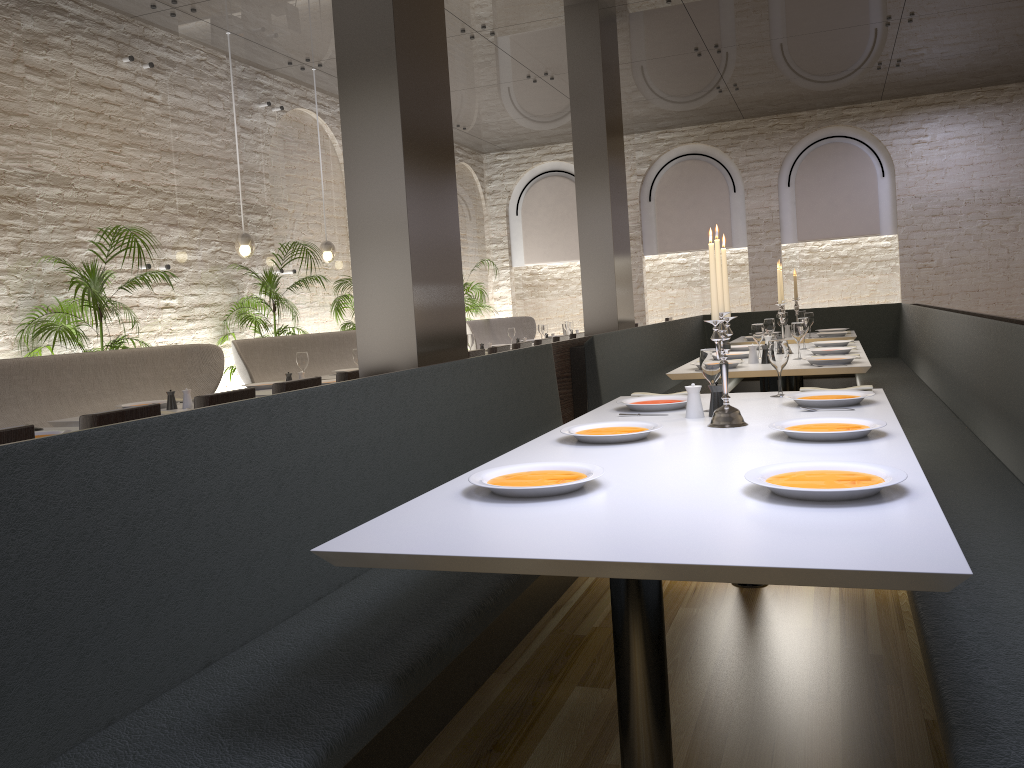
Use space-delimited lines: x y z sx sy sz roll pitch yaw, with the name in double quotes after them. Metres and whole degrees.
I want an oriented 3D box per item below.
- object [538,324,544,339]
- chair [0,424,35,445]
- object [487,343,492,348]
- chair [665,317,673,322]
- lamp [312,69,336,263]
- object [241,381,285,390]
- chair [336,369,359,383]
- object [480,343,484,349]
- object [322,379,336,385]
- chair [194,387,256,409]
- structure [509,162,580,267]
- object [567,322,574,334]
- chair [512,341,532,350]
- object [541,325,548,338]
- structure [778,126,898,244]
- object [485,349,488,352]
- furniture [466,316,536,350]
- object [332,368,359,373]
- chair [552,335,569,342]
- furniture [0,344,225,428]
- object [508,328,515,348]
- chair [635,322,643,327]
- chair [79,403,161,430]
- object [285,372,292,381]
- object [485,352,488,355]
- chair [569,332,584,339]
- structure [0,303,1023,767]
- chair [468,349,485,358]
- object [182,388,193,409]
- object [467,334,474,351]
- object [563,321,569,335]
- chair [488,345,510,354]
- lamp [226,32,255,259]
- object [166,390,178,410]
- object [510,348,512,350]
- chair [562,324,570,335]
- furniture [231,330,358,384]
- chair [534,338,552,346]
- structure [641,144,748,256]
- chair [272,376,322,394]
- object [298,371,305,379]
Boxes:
0.374 -0.641 11.248 0.086 0.230 0.086 -6 3 -40 "object"
-1.887 0.611 2.934 0.565 0.904 0.413 -3 3 20 "chair"
-0.231 -0.380 9.282 0.059 0.109 0.059 -3 3 12 "object"
2.436 -0.659 14.973 0.565 0.904 0.413 -3 3 20 "chair"
-2.017 -2.297 9.363 0.177 2.037 0.178 -4 2 5 "lamp"
-1.709 0.014 6.133 0.322 0.036 0.322 -7 6 -35 "object"
-1.078 0.376 5.158 0.565 0.904 0.413 -3 3 20 "chair"
-0.312 -0.373 9.264 0.059 0.109 0.059 -3 3 12 "object"
-1.205 -0.004 5.946 0.322 0.036 0.322 -7 6 -35 "object"
-1.473 0.491 4.071 0.565 0.904 0.413 -3 3 20 "chair"
0.711 -2.844 14.712 1.632 1.672 0.098 -3 3 20 "structure"
0.767 -0.695 11.586 0.086 0.230 0.086 -6 3 -40 "object"
-0.105 0.093 7.833 0.565 0.904 0.413 -3 3 20 "chair"
0.393 -0.586 10.556 0.086 0.230 0.086 -6 3 -40 "object"
4.818 -2.993 13.204 1.632 1.672 0.098 -3 3 20 "structure"
-0.381 -0.360 9.728 0.272 0.033 0.143 -2 5 20 "object"
0.046 -0.381 12.332 0.707 1.095 2.592 -3 4 20 "furniture"
-1.312 -0.101 7.225 0.321 0.036 0.322 -4 5 3 "object"
0.292 -0.022 8.921 0.565 0.904 0.413 -3 3 20 "chair"
-2.794 0.445 4.531 0.708 1.095 4.488 -3 5 20 "furniture"
-0.001 -0.532 10.219 0.086 0.230 0.086 -6 3 -40 "object"
1.553 -0.389 12.387 0.565 0.904 0.413 -3 3 20 "chair"
-1.684 0.552 3.492 0.565 0.904 0.413 -3 3 20 "chair"
-1.506 -0.027 5.984 0.059 0.109 0.059 -2 3 29 "object"
-0.136 -0.308 8.889 0.272 0.033 0.143 -2 5 20 "object"
0.493 -0.081 9.474 0.565 0.904 0.413 -3 3 20 "chair"
1.330 0.211 4.624 2.370 0.999 10.779 -2 5 20 "structure"
-0.488 0.204 6.778 0.565 0.904 0.413 -3 3 20 "chair"
-1.811 0.079 4.940 0.059 0.109 0.059 -3 3 12 "object"
-0.394 -0.357 8.393 0.086 0.230 0.086 -5 3 -28 "object"
0.759 -0.753 12.305 0.086 0.230 0.086 -6 3 -40 "object"
-0.297 0.149 7.304 0.565 0.904 0.413 -3 3 20 "chair"
-2.495 -2.158 8.047 0.177 2.037 0.178 -2 3 41 "lamp"
-1.892 0.086 4.921 0.059 0.109 0.059 -3 3 12 "object"
-0.012 -0.351 9.226 0.322 0.036 0.322 -4 5 -2 "object"
1.206 -0.614 15.425 0.565 0.904 0.413 -3 3 20 "chair"
-1.210 -0.016 8.883 0.708 1.095 4.488 -3 5 20 "furniture"
0.097 0.034 8.388 0.565 0.904 0.413 -3 3 20 "chair"
2.830 -2.921 13.934 1.632 1.672 0.098 -3 3 20 "structure"
-1.280 0.435 4.601 0.565 0.904 0.413 -3 3 20 "chair"
-1.424 -0.033 6.003 0.059 0.109 0.059 -2 3 29 "object"
